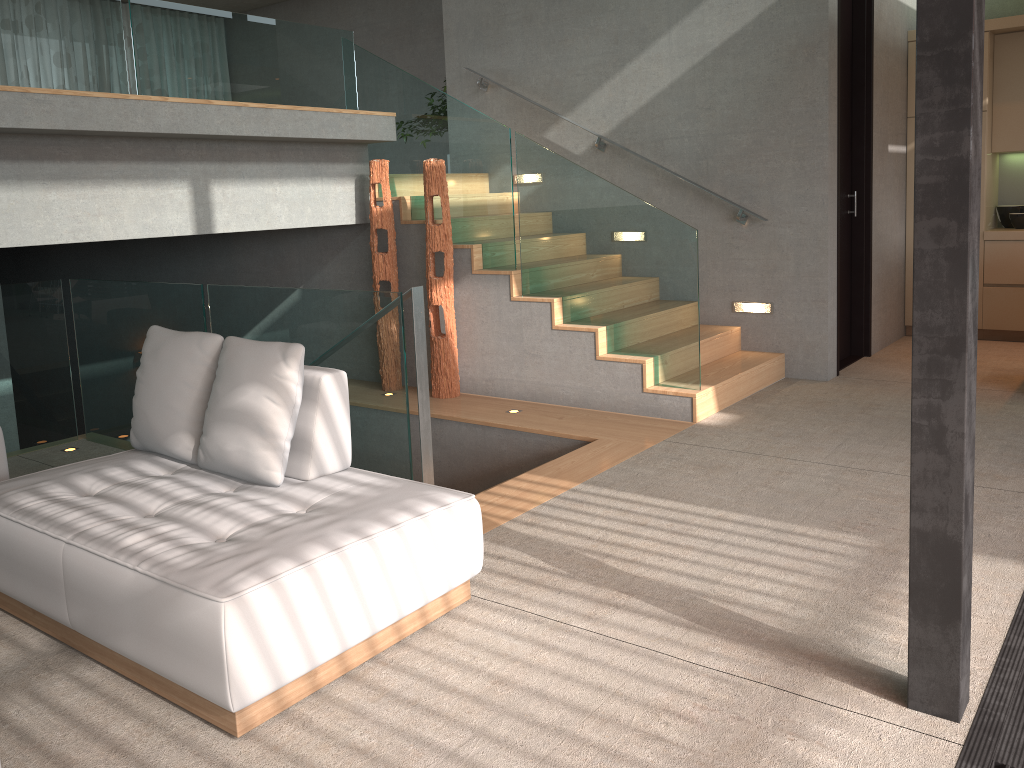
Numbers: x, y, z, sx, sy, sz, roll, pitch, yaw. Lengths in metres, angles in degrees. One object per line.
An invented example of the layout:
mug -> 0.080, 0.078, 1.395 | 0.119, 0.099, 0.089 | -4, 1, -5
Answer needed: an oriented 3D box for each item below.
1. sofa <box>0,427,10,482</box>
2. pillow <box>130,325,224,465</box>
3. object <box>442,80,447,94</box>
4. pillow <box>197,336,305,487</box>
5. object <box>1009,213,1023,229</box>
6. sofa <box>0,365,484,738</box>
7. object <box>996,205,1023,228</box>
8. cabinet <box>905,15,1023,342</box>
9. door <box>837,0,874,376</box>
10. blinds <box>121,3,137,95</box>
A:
sofa -> -3.378, 0.607, 2.356 | 1.052, 0.744, 3.494 | 5, 14, 37
pillow -> -1.324, 0.034, 3.496 | 0.493, 0.492, 0.240 | 5, 11, 37
object -> -0.539, -2.679, 9.624 | 1.434, 1.198, 1.246 | -6, 10, -19
pillow -> -0.942, 0.089, 3.205 | 0.493, 0.478, 0.268 | 5, 11, 38
object -> 4.202, -1.346, 7.302 | 0.169, 0.125, 0.171 | 2, 11, 24
sofa -> -1.030, 0.377, 3.006 | 1.601, 0.725, 1.023 | 6, 13, 37
object -> 4.228, -1.417, 7.487 | 0.225, 0.186, 0.228 | 0, 10, 15
cabinet -> 6.097, -1.259, 4.958 | 7.494, 2.538, 1.983 | 6, 12, 37
door -> 1.716, -0.326, 4.055 | 15.314, 4.428, 5.851 | -1, 10, 10
blinds -> -5.548, -3.956, 12.349 | 0.223, 2.698, 3.886 | 3, 12, 37
